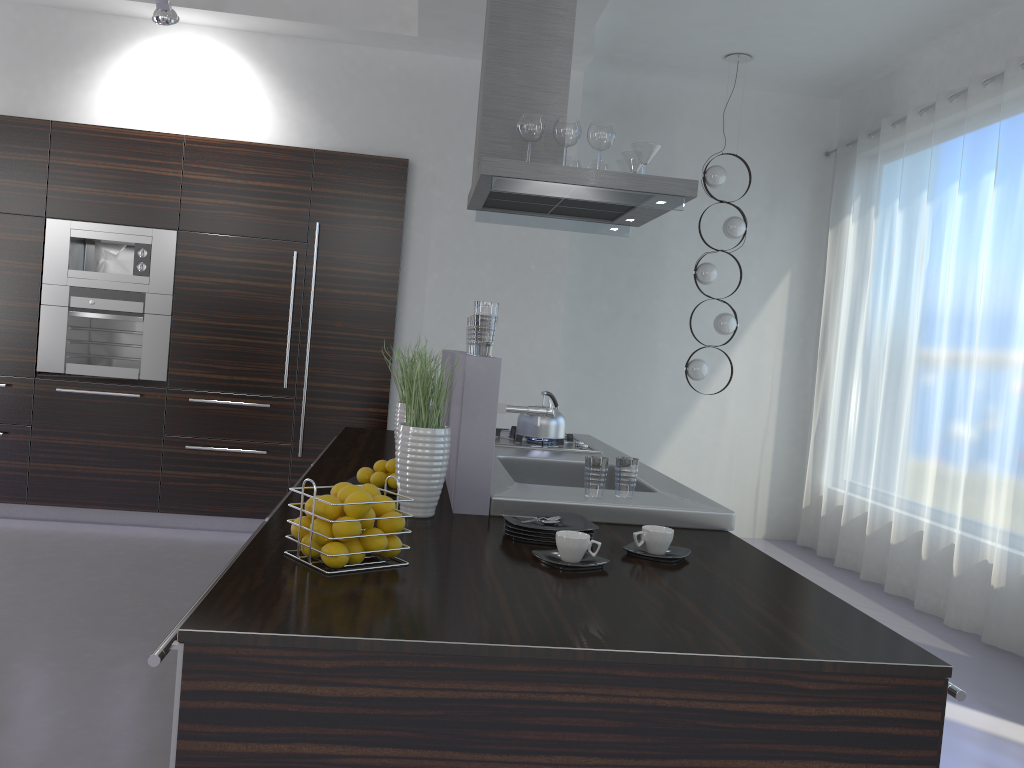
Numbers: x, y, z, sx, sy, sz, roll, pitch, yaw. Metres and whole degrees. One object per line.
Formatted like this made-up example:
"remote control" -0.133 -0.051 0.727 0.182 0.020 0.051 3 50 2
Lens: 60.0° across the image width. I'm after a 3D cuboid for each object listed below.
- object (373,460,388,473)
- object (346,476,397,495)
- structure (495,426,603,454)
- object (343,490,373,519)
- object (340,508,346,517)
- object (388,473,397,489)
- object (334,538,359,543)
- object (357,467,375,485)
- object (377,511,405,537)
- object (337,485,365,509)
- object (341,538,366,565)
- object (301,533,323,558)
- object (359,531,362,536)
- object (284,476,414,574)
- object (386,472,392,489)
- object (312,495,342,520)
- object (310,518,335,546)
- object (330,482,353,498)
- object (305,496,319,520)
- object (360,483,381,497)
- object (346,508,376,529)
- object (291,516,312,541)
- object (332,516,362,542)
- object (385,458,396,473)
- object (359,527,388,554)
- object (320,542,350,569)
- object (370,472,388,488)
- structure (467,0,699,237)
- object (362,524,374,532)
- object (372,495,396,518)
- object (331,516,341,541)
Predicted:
"object" -0.409 0.261 2.789 0.053 0.047 0.061 5 2 -3
"object" -0.409 0.322 2.795 0.232 0.020 0.232 5 2 2
"structure" 0.104 0.240 4.180 0.519 0.055 0.709 5 2 -6
"object" -0.315 0.248 1.816 0.059 0.060 0.050 5 2 -7
"object" -0.380 0.285 1.925 0.052 0.053 0.062 3 3 -35
"object" -0.354 0.298 2.738 0.063 0.053 0.051 6 3 34
"object" -0.355 0.334 1.897 0.052 0.060 0.057 5 2 -1
"object" -0.459 0.291 2.791 0.060 0.058 0.070 5 2 -8
"object" -0.256 0.297 1.881 0.060 0.055 0.053 6 3 37
"object" -0.341 0.241 1.888 0.063 0.053 0.051 5 2 -5
"object" -0.332 0.347 1.843 0.061 0.055 0.050 7 3 39
"object" -0.412 0.338 1.856 0.063 0.053 0.051 5 2 2
"object" -0.358 0.331 1.960 0.052 0.057 0.060 5 2 -5
"object" -0.344 0.284 1.879 0.207 0.174 0.189 3 3 -41
"object" -0.370 0.300 2.788 0.071 0.060 0.057 5 2 -5
"object" -0.381 0.255 1.830 0.063 0.053 0.051 5 2 6
"object" -0.392 0.305 1.831 0.051 0.055 0.061 4 2 -27
"object" -0.367 0.240 1.942 0.053 0.051 0.063 7 3 41
"object" -0.410 0.262 1.881 0.053 0.052 0.061 5 2 7
"object" -0.315 0.248 1.951 0.057 0.060 0.052 4 2 -18
"object" -0.316 0.276 1.856 0.061 0.051 0.055 4 2 -12
"object" -0.441 0.306 1.881 0.052 0.054 0.061 4 2 -29
"object" -0.336 0.296 1.807 0.061 0.054 0.053 7 3 40
"object" -0.364 0.256 2.761 0.063 0.048 0.053 3 3 -40
"object" -0.288 0.327 1.848 0.062 0.053 0.052 6 3 30
"object" -0.357 0.345 1.789 0.062 0.052 0.053 6 3 33
"object" -0.411 0.297 2.747 0.052 0.054 0.061 4 2 -29
"structure" 0.320 -1.394 4.127 0.915 1.231 0.981 5 2 -6
"object" -0.362 0.336 2.132 0.063 0.051 0.053 3 3 -38
"object" -0.281 0.265 1.911 0.063 0.051 0.053 7 3 39
"object" -0.375 0.302 1.857 0.062 0.053 0.051 5 2 2
